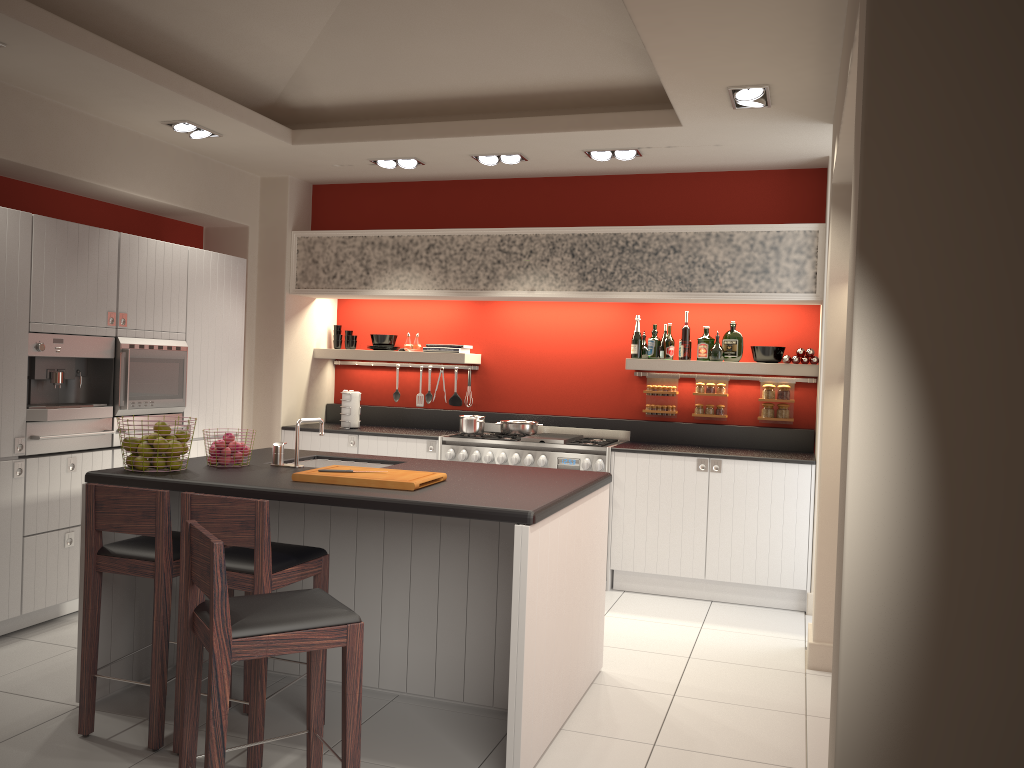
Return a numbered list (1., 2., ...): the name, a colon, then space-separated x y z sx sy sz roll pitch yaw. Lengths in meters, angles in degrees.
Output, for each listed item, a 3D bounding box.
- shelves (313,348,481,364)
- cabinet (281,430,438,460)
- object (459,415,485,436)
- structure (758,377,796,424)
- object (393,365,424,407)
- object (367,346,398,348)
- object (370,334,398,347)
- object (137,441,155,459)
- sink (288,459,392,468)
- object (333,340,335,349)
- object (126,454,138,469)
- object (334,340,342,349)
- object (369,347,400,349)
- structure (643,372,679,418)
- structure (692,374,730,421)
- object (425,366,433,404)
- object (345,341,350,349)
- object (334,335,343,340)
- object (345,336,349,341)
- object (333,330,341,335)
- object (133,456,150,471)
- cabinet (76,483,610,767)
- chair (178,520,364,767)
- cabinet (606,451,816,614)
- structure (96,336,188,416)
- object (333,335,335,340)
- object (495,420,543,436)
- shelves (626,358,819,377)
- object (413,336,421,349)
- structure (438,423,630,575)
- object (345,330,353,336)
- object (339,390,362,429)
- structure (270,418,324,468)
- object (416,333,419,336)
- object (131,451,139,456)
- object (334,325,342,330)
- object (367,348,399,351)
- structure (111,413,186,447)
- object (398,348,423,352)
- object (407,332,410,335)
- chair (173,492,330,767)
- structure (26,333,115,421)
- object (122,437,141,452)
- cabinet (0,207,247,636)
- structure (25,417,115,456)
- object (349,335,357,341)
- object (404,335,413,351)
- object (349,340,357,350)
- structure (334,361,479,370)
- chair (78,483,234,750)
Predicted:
1. shelves: -0.971 -0.233 7.451 1.379 0.083 0.376 2 1 18
2. cabinet: -1.101 0.885 7.183 1.361 0.993 0.687 2 1 18
3. object: -0.306 0.319 6.751 0.201 0.148 0.201 2 1 11
4. structure: 1.965 0.123 6.586 0.256 0.347 0.130 2 1 18
5. object: -0.880 0.014 7.564 0.287 0.351 0.022 2 1 19
6. object: -1.088 -0.305 7.513 0.280 0.016 0.280 2 1 17
7. object: -1.086 -0.362 7.512 0.232 0.108 0.232 1 1 -30
8. object: -1.637 0.295 3.968 0.076 0.077 0.076 2 1 -17
9. sink: -0.898 0.552 4.544 0.567 0.258 0.516 2 1 18
10. object: -1.515 -0.339 7.681 0.070 0.076 0.070 2 1 -11
11. object: -1.696 0.346 3.978 0.068 0.068 0.068 3 1 29
12. object: -1.471 -0.334 7.502 0.070 0.076 0.070 2 1 -11
13. object: -1.089 -0.299 7.513 0.280 0.016 0.280 2 1 17
14. structure: 1.151 0.088 6.852 0.256 0.347 0.130 2 1 18
15. structure: 1.509 0.103 6.735 0.256 0.347 0.130 2 1 18
16. object: -0.699 0.008 7.507 0.067 0.323 0.022 2 1 17
17. object: -1.410 -0.334 7.646 0.070 0.076 0.070 2 1 -11
18. object: -1.470 -0.377 7.502 0.070 0.076 0.070 2 1 -11
19. object: -1.408 -0.378 7.646 0.070 0.076 0.070 2 1 -11
20. object: -1.512 -0.427 7.680 0.070 0.076 0.070 2 1 -11
21. object: -1.635 0.349 3.915 0.068 0.068 0.068 3 1 29
22. cabinet: -0.701 0.973 4.223 2.034 1.011 1.423 2 1 18
23. chair: -0.766 0.954 2.818 0.474 1.008 0.383 2 1 -31
24. cabinet: 1.432 0.994 6.355 1.361 0.993 0.687 2 1 18
25. structure: -2.354 -0.051 5.612 0.332 0.473 0.610 2 1 18
26. object: -1.514 -0.383 7.680 0.070 0.076 0.070 2 1 -11
27. object: 0.056 0.346 6.973 0.309 0.105 0.309 1 2 -44
28. shelves: 1.567 -0.123 6.621 1.379 0.083 0.376 2 1 18
29. object: -0.796 -0.338 7.435 0.077 0.134 0.076 2 1 2
30. structure: 0.151 0.883 6.725 1.322 1.085 0.778 2 1 18
31. object: -1.407 -0.422 7.645 0.070 0.076 0.070 2 1 -11
32. object: -1.302 0.203 7.136 0.168 0.304 0.163 1 1 -43
33. structure: -1.061 0.290 4.376 0.183 0.249 0.224 2 1 18
34. object: -0.792 -0.412 7.434 0.026 0.032 0.023 2 1 1
35. object: -1.703 0.292 4.042 0.076 0.077 0.076 2 1 -17
36. object: -1.511 -0.470 7.679 0.070 0.076 0.070 2 1 -11
37. object: -1.089 -0.289 7.513 0.280 0.016 0.280 2 1 17
38. structure: -2.289 0.285 5.596 0.129 0.177 0.617 2 1 18
39. object: -0.831 -0.282 7.405 0.183 0.027 0.160 1 2 -43
40. object: -0.858 -0.414 7.372 0.023 0.031 0.024 2 1 -30
41. chair: -1.033 0.929 3.582 0.383 1.008 0.474 2 1 20
42. structure: -2.621 -0.046 5.041 0.453 0.470 0.623 2 1 18
43. object: -1.705 0.271 3.975 0.077 0.068 0.076 2 1 11
44. cabinet: -2.711 0.204 5.403 0.717 2.250 2.557 2 1 18
45. structure: -2.485 0.289 4.997 0.129 0.177 0.617 2 1 18
46. object: -1.348 -0.373 7.514 0.070 0.076 0.070 2 1 -11
47. object: -0.860 -0.339 7.373 0.076 0.131 0.076 2 1 -30
48. object: -1.349 -0.329 7.515 0.070 0.076 0.070 2 1 -11
49. structure: -0.916 -0.161 7.602 1.355 0.034 0.054 2 1 18
50. chair: -1.471 0.910 3.725 0.383 1.008 0.474 2 1 18
